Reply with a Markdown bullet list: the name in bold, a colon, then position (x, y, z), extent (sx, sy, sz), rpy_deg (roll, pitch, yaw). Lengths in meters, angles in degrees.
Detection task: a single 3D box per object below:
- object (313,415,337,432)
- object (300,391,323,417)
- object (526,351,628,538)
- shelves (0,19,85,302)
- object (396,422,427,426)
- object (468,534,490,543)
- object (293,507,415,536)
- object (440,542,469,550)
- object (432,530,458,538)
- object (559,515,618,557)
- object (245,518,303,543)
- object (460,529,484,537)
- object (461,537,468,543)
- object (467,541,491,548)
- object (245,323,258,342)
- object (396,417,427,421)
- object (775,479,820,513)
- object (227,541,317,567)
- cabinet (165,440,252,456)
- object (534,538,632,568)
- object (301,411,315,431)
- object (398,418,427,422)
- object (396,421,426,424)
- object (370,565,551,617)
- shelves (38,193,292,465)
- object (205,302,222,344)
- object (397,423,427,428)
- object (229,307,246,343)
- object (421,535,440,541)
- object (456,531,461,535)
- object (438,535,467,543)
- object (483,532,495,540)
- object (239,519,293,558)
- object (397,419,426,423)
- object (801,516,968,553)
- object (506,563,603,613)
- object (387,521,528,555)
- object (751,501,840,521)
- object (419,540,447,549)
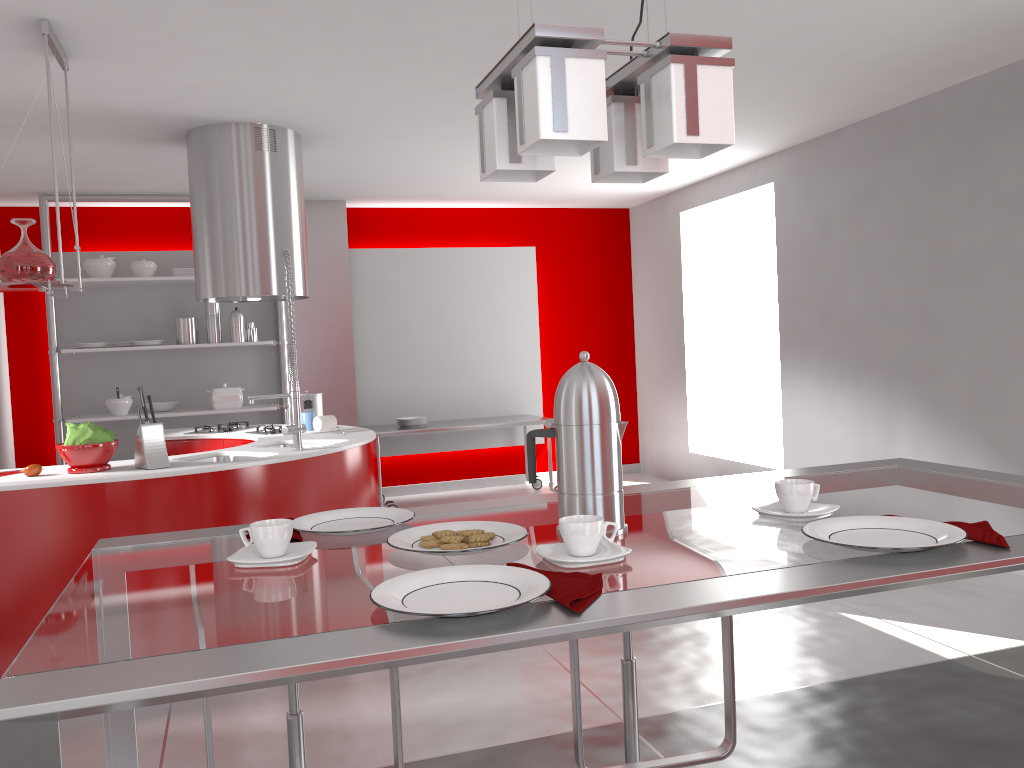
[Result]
- **object**: position (-1.006, 0.209, 4.731), extent (0.109, 0.080, 0.100), rpy_deg (-1, 3, 42)
- **object**: position (-1.192, 0.131, 5.160), extent (0.218, 0.185, 0.189), rpy_deg (-1, 3, 35)
- **object**: position (0.104, 0.092, 1.403), extent (0.149, 0.287, 0.113), rpy_deg (-3, 2, -10)
- **shelves**: position (-2.217, -0.829, 3.403), extent (0.934, 1.023, 0.462), rpy_deg (-3, 3, -18)
- **object**: position (-0.826, 0.331, 7.313), extent (0.228, 0.020, 0.228), rpy_deg (-4, 3, -36)
- **object**: position (-0.050, 0.234, 1.346), extent (0.034, 0.006, 0.036), rpy_deg (-3, 2, -6)
- **object**: position (-0.276, 0.241, 1.538), extent (0.217, 0.015, 0.217), rpy_deg (-2, 3, 19)
- **object**: position (-0.087, 0.242, 1.325), extent (0.036, 0.006, 0.034), rpy_deg (-5, 3, -39)
- **object**: position (-0.105, 0.234, 1.389), extent (0.034, 0.006, 0.036), rpy_deg (-4, 3, -29)
- **object**: position (0.104, 0.212, 1.231), extent (0.078, 0.049, 0.062), rpy_deg (-2, 3, 22)
- **object**: position (-0.409, 0.250, 1.502), extent (0.095, 0.012, 0.234), rpy_deg (-3, 3, -18)
- **object**: position (-0.063, 0.233, 1.386), extent (0.036, 0.006, 0.034), rpy_deg (-2, 2, 6)
- **object**: position (-0.081, 0.240, 1.372), extent (0.036, 0.006, 0.034), rpy_deg (-3, 2, 0)
- **object**: position (-0.051, 0.240, 1.342), extent (0.034, 0.006, 0.036), rpy_deg (-3, 2, -14)
- **object**: position (-2.093, -0.409, 7.073), extent (0.127, 0.157, 0.127), rpy_deg (-3, 2, -7)
- **object**: position (-0.828, 0.290, 7.311), extent (0.228, 0.020, 0.228), rpy_deg (-4, 3, -36)
- **object**: position (0.473, 0.185, 1.459), extent (0.078, 0.049, 0.062), rpy_deg (-3, 2, 5)
- **object**: position (-0.354, 0.254, 1.317), extent (0.119, 0.016, 0.119), rpy_deg (-3, 2, 2)
- **cabinet**: position (-1.961, 0.747, 4.166), extent (1.025, 0.761, 1.875), rpy_deg (-1, 3, 28)
- **object**: position (0.098, 0.236, 1.235), extent (0.119, 0.016, 0.119), rpy_deg (-4, 3, -20)
- **object**: position (-1.113, 0.202, 4.805), extent (0.080, 0.100, 0.109), rpy_deg (-5, 3, -45)
- **object**: position (-0.828, 0.301, 7.312), extent (0.228, 0.020, 0.228), rpy_deg (-4, 3, -36)
- **object**: position (-0.827, 0.321, 7.313), extent (0.228, 0.020, 0.228), rpy_deg (-4, 3, -36)
- **object**: position (-0.061, 0.250, 1.062), extent (0.217, 0.015, 0.217), rpy_deg (-5, 3, -42)
- **shelves**: position (-2.620, -0.164, 6.869), extent (1.735, 2.599, 0.535), rpy_deg (-3, 3, -18)
- **object**: position (-2.308, -0.476, 6.857), extent (0.109, 0.329, 0.110), rpy_deg (-4, 3, -20)
- **object**: position (-0.826, 0.341, 7.314), extent (0.228, 0.020, 0.228), rpy_deg (-4, 3, -36)
- **object**: position (-2.126, -0.457, 6.864), extent (0.115, 0.274, 0.115), rpy_deg (-4, 3, -25)
- **object**: position (-0.123, 0.241, 1.387), extent (0.036, 0.006, 0.034), rpy_deg (-3, 3, -18)
- **object**: position (-0.083, 0.239, 1.408), extent (0.036, 0.006, 0.034), rpy_deg (-3, 3, -18)
- **object**: position (-0.091, 0.235, 1.348), extent (0.036, 0.006, 0.034), rpy_deg (-2, 3, 19)
- **object**: position (-0.044, 0.238, 1.386), extent (0.034, 0.006, 0.036), rpy_deg (-3, 2, 4)
- **object**: position (-0.363, 0.231, 1.314), extent (0.078, 0.049, 0.062), rpy_deg (-3, 3, -18)
- **object**: position (-0.827, 0.311, 7.312), extent (0.228, 0.020, 0.228), rpy_deg (-4, 3, -36)
- **object**: position (0.524, 0.215, 1.255), extent (0.217, 0.015, 0.217), rpy_deg (-2, 2, 6)
- **object**: position (0.072, 0.244, 1.101), extent (0.095, 0.012, 0.234), rpy_deg (-4, 3, -19)
- **object**: position (-0.083, 0.239, 1.360), extent (0.217, 0.015, 0.217), rpy_deg (-2, 3, 20)
- **object**: position (0.467, 0.209, 1.461), extent (0.119, 0.016, 0.119), rpy_deg (-5, 3, -38)
- **object**: position (-0.121, 0.243, 1.350), extent (0.036, 0.006, 0.034), rpy_deg (-4, 3, -34)
